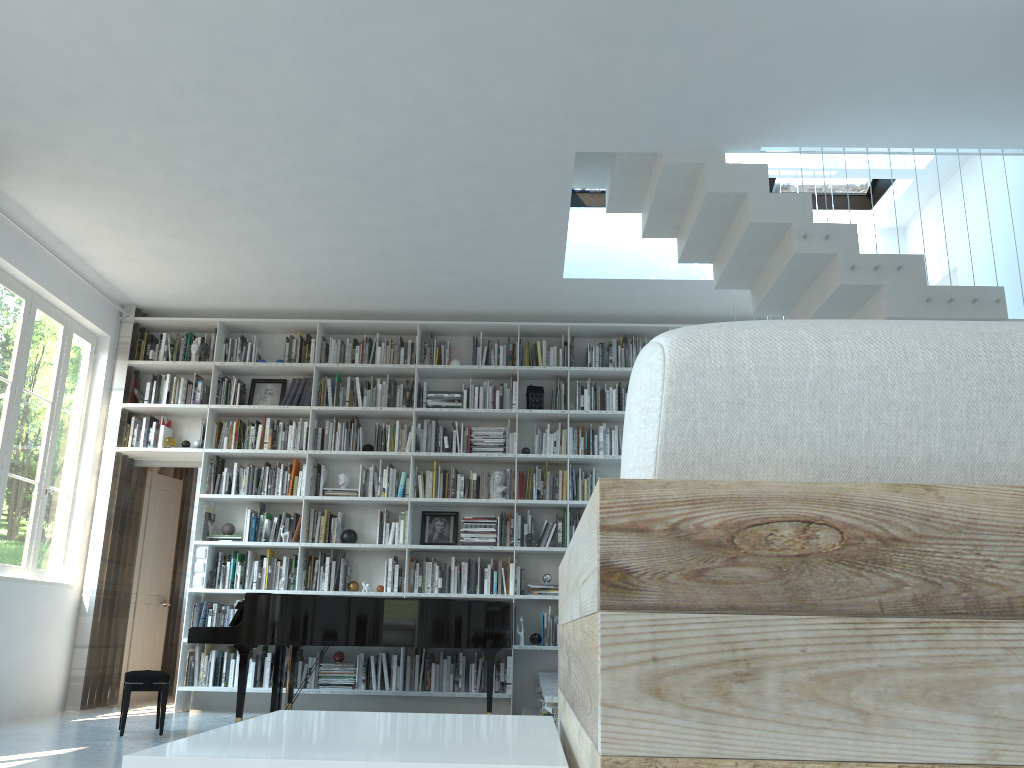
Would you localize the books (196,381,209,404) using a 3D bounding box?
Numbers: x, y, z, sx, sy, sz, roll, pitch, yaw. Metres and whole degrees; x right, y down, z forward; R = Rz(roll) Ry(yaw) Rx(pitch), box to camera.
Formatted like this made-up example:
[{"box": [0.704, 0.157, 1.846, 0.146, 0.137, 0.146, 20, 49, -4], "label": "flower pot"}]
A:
[{"box": [-2.603, 0.110, 7.462, 0.029, 0.228, 0.192, 1, -16, 1], "label": "books"}]

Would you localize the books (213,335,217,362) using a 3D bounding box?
[{"box": [-2.476, -0.257, 7.539, 0.024, 0.251, 0.235, 1, -16, 1], "label": "books"}]

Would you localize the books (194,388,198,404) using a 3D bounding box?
[{"box": [-2.634, 0.138, 7.478, 0.031, 0.182, 0.151, 1, -16, 1], "label": "books"}]

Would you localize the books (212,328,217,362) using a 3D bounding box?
[{"box": [-2.519, -0.291, 7.581, 0.014, 0.336, 0.168, 1, -15, 1], "label": "books"}]

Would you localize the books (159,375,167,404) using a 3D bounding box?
[{"box": [-2.935, 0.083, 7.498, 0.028, 0.287, 0.133, 1, -15, 1], "label": "books"}]

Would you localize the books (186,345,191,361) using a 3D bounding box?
[{"box": [-2.734, -0.221, 7.567, 0.024, 0.187, 0.160, 1, -16, 1], "label": "books"}]

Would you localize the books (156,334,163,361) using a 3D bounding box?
[{"box": [-2.991, -0.271, 7.583, 0.010, 0.280, 0.161, 1, -15, 1], "label": "books"}]

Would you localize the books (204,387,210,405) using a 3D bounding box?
[{"box": [-2.547, 0.135, 7.469, 0.026, 0.187, 0.154, 1, -16, 1], "label": "books"}]

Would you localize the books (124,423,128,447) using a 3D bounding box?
[{"box": [-3.183, 0.457, 7.385, 0.013, 0.227, 0.179, 1, -16, 1], "label": "books"}]

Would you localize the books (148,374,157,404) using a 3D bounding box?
[{"box": [-3.024, 0.077, 7.498, 0.011, 0.295, 0.163, 1, -15, 1], "label": "books"}]

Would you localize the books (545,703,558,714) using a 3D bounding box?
[{"box": [0.255, 1.594, 4.355, 0.156, 0.027, 0.288, 2, -16, -4], "label": "books"}]

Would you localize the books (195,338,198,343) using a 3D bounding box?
[{"box": [-2.675, -0.249, 7.567, 0.025, 0.243, 0.168, 1, -16, 1], "label": "books"}]

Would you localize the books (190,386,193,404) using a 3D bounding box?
[{"box": [-2.675, 0.133, 7.489, 0.029, 0.197, 0.144, 1, -16, 1], "label": "books"}]

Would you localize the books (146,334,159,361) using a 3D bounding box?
[{"box": [-3.068, -0.269, 7.573, 0.025, 0.268, 0.177, 1, -16, 1], "label": "books"}]

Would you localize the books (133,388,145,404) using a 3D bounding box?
[{"box": [-3.126, 0.135, 7.492, 0.121, 0.175, 0.130, 1, -16, 1], "label": "books"}]

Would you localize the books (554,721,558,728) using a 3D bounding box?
[{"box": [0.248, 1.664, 4.336, 0.184, 0.017, 0.231, 0, -16, 3], "label": "books"}]

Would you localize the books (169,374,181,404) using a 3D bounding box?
[{"box": [-2.848, 0.081, 7.490, 0.037, 0.291, 0.156, 1, -15, 1], "label": "books"}]

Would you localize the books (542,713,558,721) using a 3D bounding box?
[{"box": [0.243, 1.634, 4.344, 0.187, 0.017, 0.206, -1, -16, 6], "label": "books"}]

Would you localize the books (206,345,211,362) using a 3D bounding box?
[{"box": [-2.564, -0.216, 7.567, 0.028, 0.184, 0.168, 1, -16, 1], "label": "books"}]

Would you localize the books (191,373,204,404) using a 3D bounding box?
[{"box": [-2.654, 0.076, 7.479, 0.012, 0.302, 0.189, 1, -15, 1], "label": "books"}]

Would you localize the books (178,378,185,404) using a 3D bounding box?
[{"box": [-2.760, 0.094, 7.474, 0.025, 0.260, 0.167, 1, -15, 1], "label": "books"}]

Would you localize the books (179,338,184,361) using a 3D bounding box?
[{"box": [-2.803, -0.252, 7.592, 0.030, 0.257, 0.130, 1, -15, 1], "label": "books"}]

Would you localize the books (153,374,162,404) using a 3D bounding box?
[{"box": [-2.961, 0.079, 7.476, 0.023, 0.281, 0.186, 1, -16, 1], "label": "books"}]

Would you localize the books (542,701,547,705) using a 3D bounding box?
[{"box": [0.255, 1.677, 4.649, 0.168, 0.013, 0.282, 2, -16, -4], "label": "books"}]

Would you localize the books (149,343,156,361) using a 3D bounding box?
[{"box": [-3.042, -0.229, 7.563, 0.028, 0.186, 0.182, 1, -16, 1], "label": "books"}]

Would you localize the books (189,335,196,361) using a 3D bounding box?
[{"box": [-2.714, -0.261, 7.585, 0.013, 0.274, 0.159, 1, -15, 1], "label": "books"}]

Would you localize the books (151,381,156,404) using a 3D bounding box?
[{"box": [-2.984, 0.106, 7.474, 0.022, 0.227, 0.172, 1, -16, 1], "label": "books"}]

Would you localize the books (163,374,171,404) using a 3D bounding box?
[{"box": [-2.877, 0.078, 7.471, 0.021, 0.285, 0.179, 1, -15, 1], "label": "books"}]

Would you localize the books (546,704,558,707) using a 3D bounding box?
[{"box": [0.256, 1.574, 4.360, 0.165, 0.015, 0.243, 0, -16, 5], "label": "books"}]

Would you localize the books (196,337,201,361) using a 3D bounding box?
[{"box": [-2.651, -0.251, 7.576, 0.021, 0.252, 0.179, 1, -16, 1], "label": "books"}]

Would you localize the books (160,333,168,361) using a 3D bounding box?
[{"box": [-2.948, -0.272, 7.580, 0.028, 0.282, 0.190, 1, -16, 1], "label": "books"}]

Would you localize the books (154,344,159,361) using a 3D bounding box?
[{"box": [-3.012, -0.226, 7.587, 0.031, 0.195, 0.145, 1, -16, 1], "label": "books"}]

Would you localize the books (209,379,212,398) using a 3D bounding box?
[{"box": [-2.512, 0.085, 7.484, 0.014, 0.293, 0.173, 1, -15, 1], "label": "books"}]

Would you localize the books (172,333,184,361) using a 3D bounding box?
[{"box": [-2.837, -0.270, 7.578, 0.039, 0.282, 0.182, 1, -15, 1], "label": "books"}]

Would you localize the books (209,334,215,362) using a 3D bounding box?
[{"box": [-2.538, -0.265, 7.579, 0.022, 0.285, 0.175, 1, -15, 1], "label": "books"}]

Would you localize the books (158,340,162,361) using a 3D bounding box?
[{"box": [-2.974, -0.242, 7.583, 0.024, 0.226, 0.158, 1, -16, 1], "label": "books"}]

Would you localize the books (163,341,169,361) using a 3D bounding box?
[{"box": [-2.920, -0.237, 7.561, 0.030, 0.205, 0.176, 1, -16, 1], "label": "books"}]

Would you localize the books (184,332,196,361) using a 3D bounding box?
[{"box": [-2.759, -0.280, 7.595, 0.029, 0.313, 0.129, 1, -15, 1], "label": "books"}]

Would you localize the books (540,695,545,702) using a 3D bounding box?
[{"box": [0.242, 1.550, 4.367, 0.192, 0.014, 0.257, 2, -16, -3], "label": "books"}]

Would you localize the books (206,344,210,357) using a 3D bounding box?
[{"box": [-2.589, -0.226, 7.573, 0.023, 0.204, 0.146, 1, -16, 1], "label": "books"}]

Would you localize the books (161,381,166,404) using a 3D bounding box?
[{"box": [-2.910, 0.107, 7.490, 0.024, 0.238, 0.156, 1, -15, 1], "label": "books"}]

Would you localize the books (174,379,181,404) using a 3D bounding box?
[{"box": [-2.795, 0.102, 7.474, 0.021, 0.243, 0.174, 1, -16, 1], "label": "books"}]

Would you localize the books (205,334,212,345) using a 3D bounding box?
[{"box": [-2.606, -0.267, 7.589, 0.013, 0.291, 0.155, 1, -15, 1], "label": "books"}]

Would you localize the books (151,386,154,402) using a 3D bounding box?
[{"box": [-3.008, 0.131, 7.495, 0.024, 0.191, 0.138, 1, -16, 1], "label": "books"}]

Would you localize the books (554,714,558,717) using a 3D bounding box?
[{"box": [0.275, 1.617, 4.348, 0.137, 0.019, 0.225, 1, -16, 2], "label": "books"}]

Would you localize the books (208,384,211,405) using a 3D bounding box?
[{"box": [-2.527, 0.116, 7.488, 0.014, 0.235, 0.144, 1, -15, 1], "label": "books"}]

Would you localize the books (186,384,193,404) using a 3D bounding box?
[{"box": [-2.703, 0.123, 7.484, 0.028, 0.211, 0.139, 1, -15, 1], "label": "books"}]

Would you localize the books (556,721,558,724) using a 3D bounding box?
[{"box": [0.279, 1.650, 4.339, 0.132, 0.014, 0.206, 1, -16, 1], "label": "books"}]

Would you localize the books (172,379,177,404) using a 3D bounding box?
[{"box": [-2.811, 0.100, 7.475, 0.012, 0.248, 0.192, 1, -16, 1], "label": "books"}]

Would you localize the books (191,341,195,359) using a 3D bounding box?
[{"box": [-2.698, -0.238, 7.577, 0.021, 0.225, 0.157, 1, -16, 1], "label": "books"}]

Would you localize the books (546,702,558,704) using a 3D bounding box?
[{"box": [0.249, 1.562, 4.364, 0.176, 0.010, 0.267, 2, -16, -3], "label": "books"}]

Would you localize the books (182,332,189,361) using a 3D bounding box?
[{"box": [-2.780, -0.278, 7.584, 0.014, 0.303, 0.146, 1, -15, 1], "label": "books"}]

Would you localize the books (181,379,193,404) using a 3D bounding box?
[{"box": [-2.733, 0.099, 7.472, 0.030, 0.250, 0.166, 1, -16, 1], "label": "books"}]

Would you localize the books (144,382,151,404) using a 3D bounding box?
[{"box": [-3.048, 0.114, 7.485, 0.034, 0.217, 0.167, 1, -16, 1], "label": "books"}]

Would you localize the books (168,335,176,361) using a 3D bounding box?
[{"box": [-2.886, -0.265, 7.562, 0.057, 0.262, 0.191, 1, -16, 1], "label": "books"}]

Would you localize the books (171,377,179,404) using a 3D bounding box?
[{"box": [-2.823, 0.090, 7.478, 0.013, 0.268, 0.162, 1, -15, 1], "label": "books"}]

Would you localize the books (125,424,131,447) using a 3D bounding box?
[{"box": [-3.170, 0.460, 7.385, 0.013, 0.221, 0.163, 1, -16, 1], "label": "books"}]

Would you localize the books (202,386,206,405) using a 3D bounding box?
[{"box": [-2.574, 0.135, 7.484, 0.029, 0.195, 0.146, 1, -16, 1], "label": "books"}]

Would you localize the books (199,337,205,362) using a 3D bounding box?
[{"box": [-2.627, -0.254, 7.574, 0.027, 0.258, 0.147, 1, -15, 1], "label": "books"}]
